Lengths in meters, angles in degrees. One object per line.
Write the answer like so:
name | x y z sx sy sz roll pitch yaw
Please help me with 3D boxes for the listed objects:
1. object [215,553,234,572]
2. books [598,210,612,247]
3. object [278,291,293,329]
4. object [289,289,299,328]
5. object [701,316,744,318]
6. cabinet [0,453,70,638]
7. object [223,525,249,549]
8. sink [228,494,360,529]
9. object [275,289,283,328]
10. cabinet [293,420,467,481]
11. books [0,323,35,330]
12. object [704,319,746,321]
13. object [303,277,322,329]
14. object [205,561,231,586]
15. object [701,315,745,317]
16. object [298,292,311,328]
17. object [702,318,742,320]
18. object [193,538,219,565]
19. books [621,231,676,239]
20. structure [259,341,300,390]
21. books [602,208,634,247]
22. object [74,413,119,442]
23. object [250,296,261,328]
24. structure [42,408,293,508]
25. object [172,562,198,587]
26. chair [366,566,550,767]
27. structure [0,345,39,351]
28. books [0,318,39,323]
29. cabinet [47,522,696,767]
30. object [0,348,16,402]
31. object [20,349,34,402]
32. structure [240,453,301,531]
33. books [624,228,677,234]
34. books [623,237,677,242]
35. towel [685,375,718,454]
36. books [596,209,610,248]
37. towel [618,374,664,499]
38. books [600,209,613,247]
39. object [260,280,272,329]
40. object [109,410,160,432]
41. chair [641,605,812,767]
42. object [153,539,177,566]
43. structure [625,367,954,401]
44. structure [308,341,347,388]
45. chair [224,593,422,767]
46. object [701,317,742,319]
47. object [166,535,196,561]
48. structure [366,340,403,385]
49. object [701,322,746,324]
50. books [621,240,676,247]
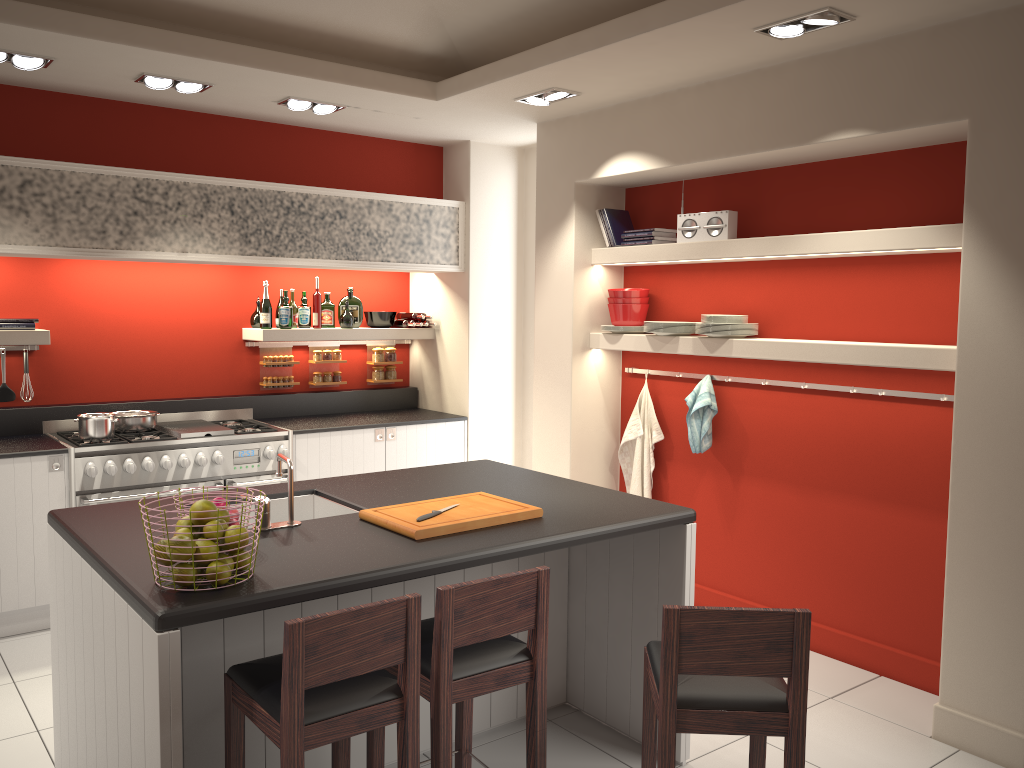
object | -0.827 0.515 2.528 0.068 0.068 0.068 -2 5 -26
books | 0.657 -0.973 5.587 0.208 0.242 0.126 -3 6 -37
object | -1.568 -0.515 6.147 0.094 0.264 0.094 5 6 41
object | -1.557 -0.535 6.289 0.080 0.278 0.080 -2 6 -34
object | 1.180 -0.367 4.928 0.255 0.015 0.255 4 6 33
cabinet | -3.196 0.878 4.781 1.361 0.993 0.687 -3 6 -37
object | -0.783 0.433 2.515 0.067 0.068 0.067 2 5 15
sink | -0.909 0.625 3.427 0.567 0.258 0.516 -3 6 -37
object | -1.646 -0.538 6.331 0.083 0.277 0.084 -2 5 -34
cabinet | -1.082 0.764 6.403 1.361 0.993 0.687 -3 6 -37
books | -2.980 -0.337 5.179 0.331 0.042 0.207 -2 6 -32
object | 1.180 -0.352 4.929 0.255 0.015 0.255 4 6 33
object | -1.425 -0.580 6.337 0.062 0.365 0.210 -3 6 -38
object | -0.810 0.522 2.448 0.068 0.068 0.068 -2 5 -26
object | 1.180 -0.372 4.928 0.255 0.015 0.255 4 6 33
object | -1.499 -0.535 6.402 0.094 0.262 0.094 2 5 19
object | 1.180 -0.357 4.929 0.255 0.015 0.255 4 6 33
object | -0.856 0.466 2.470 0.076 0.077 0.076 2 5 17
books | 0.825 -0.895 5.361 0.207 0.030 0.258 -3 6 -37
structure | -1.670 -0.128 6.361 0.256 0.347 0.130 -3 6 -37
books | 0.680 -0.971 5.545 0.207 0.246 0.136 -3 6 -37
object | -2.403 0.252 5.133 0.201 0.148 0.201 -4 7 -45
object | -1.784 -0.507 6.242 0.113 0.226 0.113 1 5 4
structure | -2.111 0.768 5.550 1.322 1.084 0.778 -3 6 -37
object | -0.897 0.522 2.432 0.068 0.068 0.068 -2 5 -26
chair | -0.183 1.050 2.812 0.383 1.007 0.474 -3 6 -35
structure | -3.459 -0.196 5.063 1.355 0.034 0.054 -3 6 -37
books | -2.979 -0.373 5.202 0.332 0.026 0.207 -3 6 -37
cabinet | -0.524 1.036 3.451 2.035 1.010 1.424 -3 6 -37
object | -3.078 -0.053 5.365 0.123 0.330 0.040 -3 6 -38
object | -2.971 -0.051 5.425 0.069 0.328 0.069 3 5 30
structure | -0.868 0.388 3.172 0.183 0.248 0.224 -3 6 -37
books | 0.838 -0.919 5.355 0.207 0.019 0.258 -3 6 -37
books | 0.838 -0.870 5.358 0.207 0.019 0.258 -3 6 -37
towel | 1.107 0.175 5.182 0.179 0.452 0.209 1 5 2
books | 0.645 -0.980 5.615 0.210 0.248 0.136 -3 6 -38
towel | 0.780 0.614 5.608 0.141 1.361 0.341 -3 6 -37
books | 0.669 -0.973 5.571 0.209 0.243 0.126 -3 6 -38
object | -1.688 -0.544 6.079 0.083 0.331 0.083 3 5 24
object | -2.382 0.234 5.557 0.309 0.104 0.309 0 5 -10
chair | 0.598 1.076 2.604 0.383 1.007 0.474 1 5 3
object | -0.954 0.466 2.457 0.076 0.077 0.076 2 5 17
structure | 1.420 -0.009 4.884 0.063 0.034 2.224 -3 6 -37
structure | -1.371 -0.144 6.590 0.256 0.347 0.130 -3 6 -37
chair | -0.549 1.070 2.532 0.383 1.007 0.474 -3 6 -37
object | 1.180 -0.362 4.928 0.255 0.015 0.255 4 6 33
object | -0.901 0.449 2.416 0.077 0.068 0.076 -4 7 -44
structure | -0.990 -0.165 6.883 0.256 0.347 0.130 -3 6 -37
object | 1.180 -0.333 4.931 0.255 0.015 0.255 4 6 33
books | 0.824 -0.846 5.365 0.207 0.030 0.258 -3 6 -37
